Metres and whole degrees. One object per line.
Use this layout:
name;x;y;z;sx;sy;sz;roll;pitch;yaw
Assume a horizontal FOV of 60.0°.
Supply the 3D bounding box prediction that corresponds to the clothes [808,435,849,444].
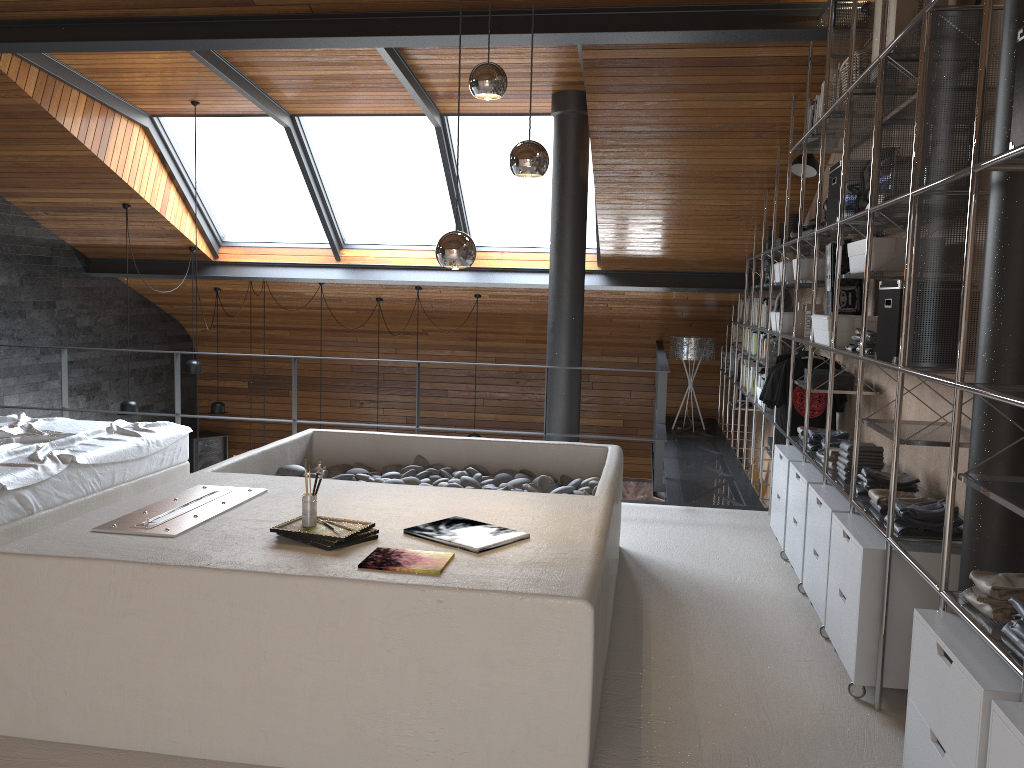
clothes;1.707;0.305;4.801;0.215;0.047;0.191;2;6;9

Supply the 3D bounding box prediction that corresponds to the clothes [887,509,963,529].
clothes;1.443;0.468;3.112;0.215;0.047;0.191;2;6;9

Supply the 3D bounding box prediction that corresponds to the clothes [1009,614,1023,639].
clothes;1.274;0.572;2.031;0.215;0.047;0.191;2;6;9

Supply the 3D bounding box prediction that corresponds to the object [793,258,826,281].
object;1.825;-0.675;5.256;0.290;0.124;0.222;2;6;9

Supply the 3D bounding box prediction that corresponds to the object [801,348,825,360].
object;1.795;-0.184;5.279;0.283;0.118;0.016;2;6;9

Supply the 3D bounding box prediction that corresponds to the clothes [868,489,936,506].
clothes;1.487;0.436;3.372;0.221;0.050;0.196;3;6;11

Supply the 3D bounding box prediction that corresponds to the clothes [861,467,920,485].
clothes;1.564;0.384;3.683;0.200;0.052;0.194;3;6;10

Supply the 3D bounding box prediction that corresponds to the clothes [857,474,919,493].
clothes;1.572;0.414;3.700;0.215;0.047;0.191;2;6;8

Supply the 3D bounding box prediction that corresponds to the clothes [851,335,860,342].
clothes;1.631;-0.188;3.920;0.215;0.047;0.191;2;6;8

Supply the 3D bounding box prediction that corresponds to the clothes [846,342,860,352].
clothes;1.613;-0.165;3.921;0.243;0.045;0.208;2;6;8

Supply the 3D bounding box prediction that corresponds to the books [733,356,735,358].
books;2.402;-0.281;9.192;0.254;0.012;0.158;4;6;20

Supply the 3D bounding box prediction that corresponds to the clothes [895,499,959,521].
clothes;1.453;0.437;3.123;0.200;0.052;0.194;3;6;10

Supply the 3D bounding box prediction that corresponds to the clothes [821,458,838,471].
clothes;1.621;0.381;4.230;0.238;0.053;0.212;2;6;7

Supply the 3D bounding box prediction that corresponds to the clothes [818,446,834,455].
clothes;1.653;0.333;4.466;0.203;0.053;0.198;3;6;12

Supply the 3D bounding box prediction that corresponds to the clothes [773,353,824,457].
clothes;1.838;0.143;5.670;0.424;0.689;0.090;2;6;7

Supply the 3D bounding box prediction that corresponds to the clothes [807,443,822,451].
clothes;1.725;0.331;4.804;0.243;0.045;0.208;2;6;9

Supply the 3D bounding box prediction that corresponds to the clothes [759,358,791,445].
clothes;1.816;0.123;5.630;0.488;0.586;0.074;2;6;2

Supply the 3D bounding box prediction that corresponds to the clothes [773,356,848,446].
clothes;1.782;0.177;5.308;0.424;0.689;0.090;2;6;7

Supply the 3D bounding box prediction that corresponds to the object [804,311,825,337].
object;1.798;-0.355;5.272;0.078;0.156;0.074;-2;7;-32

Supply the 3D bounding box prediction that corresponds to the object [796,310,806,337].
object;1.763;-0.366;5.372;0.074;0.156;0.078;4;6;23

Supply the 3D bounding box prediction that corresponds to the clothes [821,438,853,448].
clothes;1.670;0.305;4.458;0.204;0.049;0.184;2;6;8

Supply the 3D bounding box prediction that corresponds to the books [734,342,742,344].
books;2.420;-0.418;9.195;0.228;0.016;0.182;2;6;9

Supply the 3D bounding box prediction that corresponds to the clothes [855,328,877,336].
clothes;1.623;-0.218;3.902;0.200;0.052;0.194;3;6;10

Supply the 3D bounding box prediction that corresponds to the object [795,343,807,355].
object;1.852;-0.219;5.641;0.283;0.118;0.016;2;6;9

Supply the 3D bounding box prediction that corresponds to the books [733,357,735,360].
books;2.402;-0.260;9.183;0.288;0.025;0.175;3;6;14

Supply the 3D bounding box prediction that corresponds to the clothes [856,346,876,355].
clothes;1.571;-0.144;3.663;0.243;0.045;0.208;2;6;9

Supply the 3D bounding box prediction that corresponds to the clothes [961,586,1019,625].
clothes;1.315;0.570;2.273;0.238;0.053;0.212;2;6;7

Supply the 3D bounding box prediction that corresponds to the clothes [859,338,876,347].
clothes;1.553;-0.170;3.660;0.215;0.047;0.191;2;6;9

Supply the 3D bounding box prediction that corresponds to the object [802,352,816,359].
object;1.811;-0.155;5.414;0.387;0.197;0.009;2;6;5

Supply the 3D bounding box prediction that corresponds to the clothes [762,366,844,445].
clothes;1.787;0.141;5.445;0.488;0.586;0.074;2;6;2

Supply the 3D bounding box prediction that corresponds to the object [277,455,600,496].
object;-0.434;0.560;4.397;1.842;0.246;1.436;2;6;9

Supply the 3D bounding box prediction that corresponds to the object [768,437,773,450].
object;1.929;0.425;6.042;0.320;0.114;0.405;2;6;9

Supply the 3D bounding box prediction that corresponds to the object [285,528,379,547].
object;-0.615;0.488;2.947;0.276;0.013;0.207;5;7;33

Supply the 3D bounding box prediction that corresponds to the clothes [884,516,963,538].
clothes;1.460;0.494;3.115;0.243;0.045;0.208;2;6;9

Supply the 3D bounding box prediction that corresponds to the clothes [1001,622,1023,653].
clothes;1.291;0.598;2.034;0.243;0.045;0.208;2;6;9

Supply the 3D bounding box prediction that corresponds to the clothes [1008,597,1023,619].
clothes;1.284;0.541;2.042;0.200;0.052;0.194;3;6;10

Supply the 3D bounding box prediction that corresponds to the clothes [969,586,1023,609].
clothes;1.296;0.542;2.257;0.229;0.052;0.199;3;6;12

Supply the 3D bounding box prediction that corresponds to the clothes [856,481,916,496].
clothes;1.554;0.437;3.702;0.243;0.045;0.208;2;6;8

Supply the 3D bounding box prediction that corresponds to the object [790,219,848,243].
object;1.843;-0.928;5.275;0.286;0.141;0.657;2;6;2

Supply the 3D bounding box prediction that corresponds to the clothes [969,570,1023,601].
clothes;1.306;0.515;2.264;0.212;0.047;0.187;2;6;9

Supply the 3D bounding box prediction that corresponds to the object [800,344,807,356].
object;1.821;-0.161;5.478;0.387;0.197;0.009;2;6;5

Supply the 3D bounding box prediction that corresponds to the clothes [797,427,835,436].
clothes;1.752;0.274;5.061;0.221;0.050;0.196;3;6;11

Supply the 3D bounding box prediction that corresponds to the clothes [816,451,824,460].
clothes;1.671;0.360;4.472;0.242;0.048;0.207;2;6;6

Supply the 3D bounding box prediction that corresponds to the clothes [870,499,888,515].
clothes;1.501;0.468;3.374;0.248;0.043;0.190;3;6;17

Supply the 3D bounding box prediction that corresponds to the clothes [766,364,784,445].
clothes;1.829;0.136;5.505;0.488;0.586;0.074;2;6;2

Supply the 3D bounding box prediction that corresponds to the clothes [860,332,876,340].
clothes;1.564;-0.201;3.671;0.200;0.052;0.194;3;6;10

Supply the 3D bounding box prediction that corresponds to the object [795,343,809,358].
object;1.840;-0.173;5.599;0.387;0.197;0.009;2;6;5

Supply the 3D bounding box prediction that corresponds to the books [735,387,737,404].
books;2.304;0.117;8.904;0.112;0.177;0.009;2;6;9

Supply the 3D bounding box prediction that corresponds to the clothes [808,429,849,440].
clothes;1.718;0.274;4.812;0.200;0.052;0.194;3;6;10

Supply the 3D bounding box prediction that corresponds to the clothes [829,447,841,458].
clothes;1.612;0.326;4.221;0.212;0.047;0.187;2;6;9

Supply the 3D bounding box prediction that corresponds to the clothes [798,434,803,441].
clothes;1.765;0.305;5.063;0.248;0.043;0.190;3;6;17

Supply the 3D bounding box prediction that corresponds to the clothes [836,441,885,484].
clothes;1.558;0.348;3.949;0.184;0.172;0.201;3;6;10

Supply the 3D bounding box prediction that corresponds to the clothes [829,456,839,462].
clothes;1.603;0.353;4.214;0.229;0.052;0.199;3;6;12
